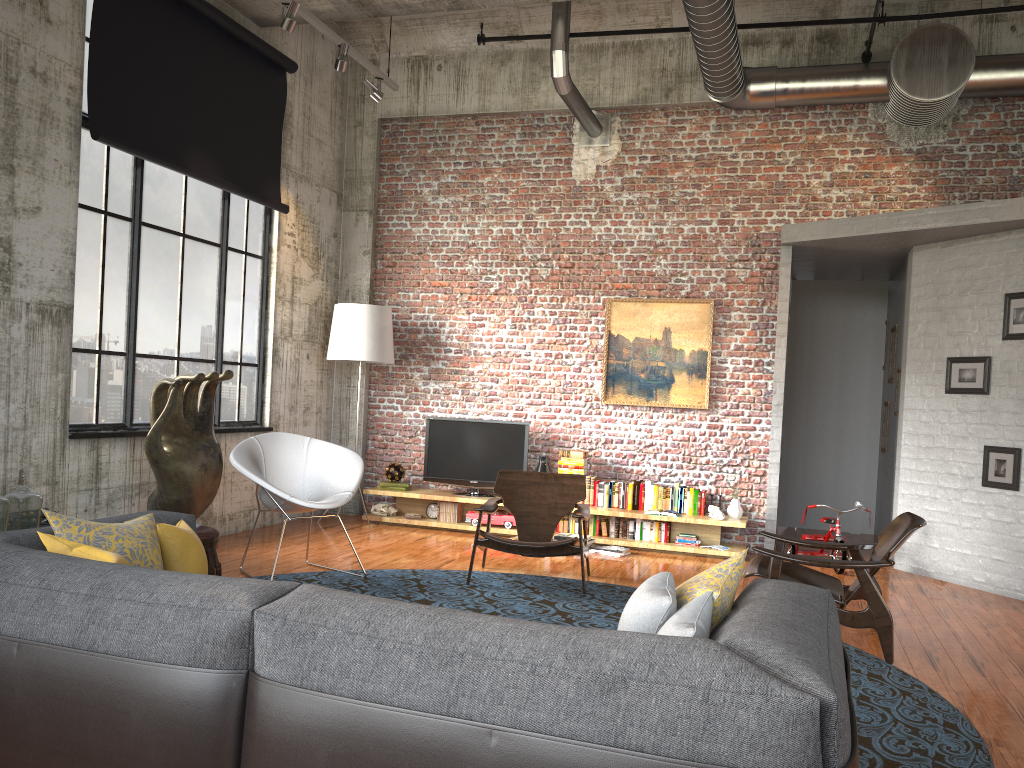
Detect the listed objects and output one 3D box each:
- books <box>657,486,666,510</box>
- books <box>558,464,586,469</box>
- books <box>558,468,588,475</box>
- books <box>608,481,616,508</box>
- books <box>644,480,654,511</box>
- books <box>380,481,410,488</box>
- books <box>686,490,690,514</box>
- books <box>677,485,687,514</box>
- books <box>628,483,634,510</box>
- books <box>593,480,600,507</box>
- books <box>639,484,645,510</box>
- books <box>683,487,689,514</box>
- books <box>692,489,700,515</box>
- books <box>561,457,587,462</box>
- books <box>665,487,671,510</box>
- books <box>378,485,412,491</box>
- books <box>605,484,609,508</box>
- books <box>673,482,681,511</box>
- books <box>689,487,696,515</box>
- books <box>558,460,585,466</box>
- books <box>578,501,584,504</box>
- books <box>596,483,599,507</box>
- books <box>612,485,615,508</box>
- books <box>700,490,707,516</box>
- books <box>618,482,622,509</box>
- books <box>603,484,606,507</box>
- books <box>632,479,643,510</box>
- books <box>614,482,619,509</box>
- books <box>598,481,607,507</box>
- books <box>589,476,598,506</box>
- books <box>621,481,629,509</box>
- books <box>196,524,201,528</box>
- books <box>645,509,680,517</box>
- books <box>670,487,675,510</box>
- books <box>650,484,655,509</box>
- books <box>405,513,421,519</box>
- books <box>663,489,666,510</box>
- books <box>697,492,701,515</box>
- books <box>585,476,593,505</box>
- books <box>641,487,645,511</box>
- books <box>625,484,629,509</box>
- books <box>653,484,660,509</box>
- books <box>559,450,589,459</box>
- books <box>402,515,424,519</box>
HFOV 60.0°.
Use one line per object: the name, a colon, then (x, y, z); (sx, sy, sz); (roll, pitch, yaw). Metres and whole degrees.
books: (1.454, 1.117, 8.634); (0.057, 0.246, 0.171); (3, 1, 17)
books: (0.609, 0.823, 8.875); (0.253, 0.034, 0.183); (3, -1, 17)
books: (0.610, 0.871, 8.878); (0.259, 0.060, 0.180); (3, -1, 17)
books: (0.988, 1.087, 8.746); (0.034, 0.254, 0.183); (3, 1, 18)
books: (1.339, 1.090, 8.672); (0.053, 0.291, 0.176); (3, 1, 17)
books: (-1.233, 1.054, 9.346); (0.302, 0.037, 0.243); (3, -1, -3)
books: (1.708, 1.141, 8.555); (0.027, 0.223, 0.161); (3, 1, 17)
books: (1.644, 1.120, 8.578); (0.060, 0.259, 0.180); (3, 1, 17)
books: (1.174, 1.096, 8.683); (0.034, 0.254, 0.183); (3, 1, 18)
books: (0.842, 1.082, 8.792); (0.026, 0.251, 0.160); (3, 1, 18)
books: (1.274, 1.106, 8.686); (0.026, 0.251, 0.160); (3, 1, 17)
books: (1.684, 1.126, 8.561); (0.026, 0.251, 0.160); (3, 1, 17)
books: (1.776, 1.136, 8.542); (0.045, 0.240, 0.174); (3, 0, 17)
books: (0.622, 0.754, 8.878); (0.231, 0.037, 0.168); (3, -1, 17)
books: (1.529, 1.124, 8.617); (0.045, 0.240, 0.174); (3, 0, 17)
books: (-1.235, 1.091, 9.347); (0.302, 0.037, 0.243); (3, -1, 10)
books: (0.954, 1.100, 8.742); (0.026, 0.223, 0.161); (3, 1, 18)
books: (1.600, 1.102, 8.593); (0.036, 0.291, 0.176); (3, 1, 17)
books: (1.739, 1.127, 8.554); (0.034, 0.253, 0.183); (3, 1, 17)
books: (0.610, 0.789, 8.870); (0.253, 0.034, 0.183); (3, -1, 17)
books: (0.600, 1.165, 8.893); (0.284, 0.066, 0.198); (3, -1, 17)
books: (0.862, 1.096, 8.776); (0.026, 0.223, 0.161); (3, 1, 18)
books: (1.015, 1.103, 8.736); (0.027, 0.223, 0.161); (3, 1, 18)
books: (1.840, 1.143, 8.523); (0.037, 0.231, 0.168); (3, 0, 17)
books: (1.076, 1.093, 8.718); (0.032, 0.251, 0.160); (3, 1, 18)
books: (0.932, 1.099, 8.758); (0.027, 0.223, 0.161); (3, 1, 18)
books: (1.236, 1.088, 8.713); (0.066, 0.284, 0.198); (3, 1, 17)
books: (1.044, 1.093, 8.725); (0.032, 0.246, 0.171); (3, 1, 18)
books: (0.896, 1.089, 8.765); (0.045, 0.240, 0.175); (3, 1, 18)
books: (0.814, 1.063, 8.810); (0.040, 0.285, 0.198); (3, 1, 18)
books: (1.108, 1.090, 8.710); (0.034, 0.259, 0.180); (3, 1, 18)
books: (-2.071, 0.877, 5.480); (0.229, 0.043, 0.300); (3, -1, -8)
books: (1.421, 1.216, 8.382); (0.316, 0.040, 0.214); (3, -1, 17)
books: (1.563, 1.119, 8.595); (0.034, 0.253, 0.183); (3, 1, 17)
books: (1.379, 1.110, 8.659); (0.034, 0.253, 0.183); (3, 1, 17)
books: (-1.025, 1.367, 9.188); (0.166, 0.021, 0.210); (3, -1, -7)
books: (1.492, 1.130, 8.621); (0.027, 0.223, 0.161); (3, 1, 17)
books: (1.806, 1.145, 8.521); (0.026, 0.223, 0.161); (3, 1, 17)
books: (0.768, 1.058, 8.807); (0.044, 0.291, 0.176); (3, 1, 18)
books: (1.297, 1.121, 8.676); (0.026, 0.223, 0.161); (3, 1, 17)
books: (1.145, 1.106, 8.710); (0.037, 0.231, 0.168); (3, 1, 18)
books: (1.410, 1.111, 8.645); (0.034, 0.253, 0.183); (3, 1, 17)
books: (0.624, 0.703, 8.884); (0.259, 0.066, 0.198); (3, -1, 17)
books: (-1.031, 1.387, 9.196); (0.211, 0.020, 0.162); (3, -1, -15)
